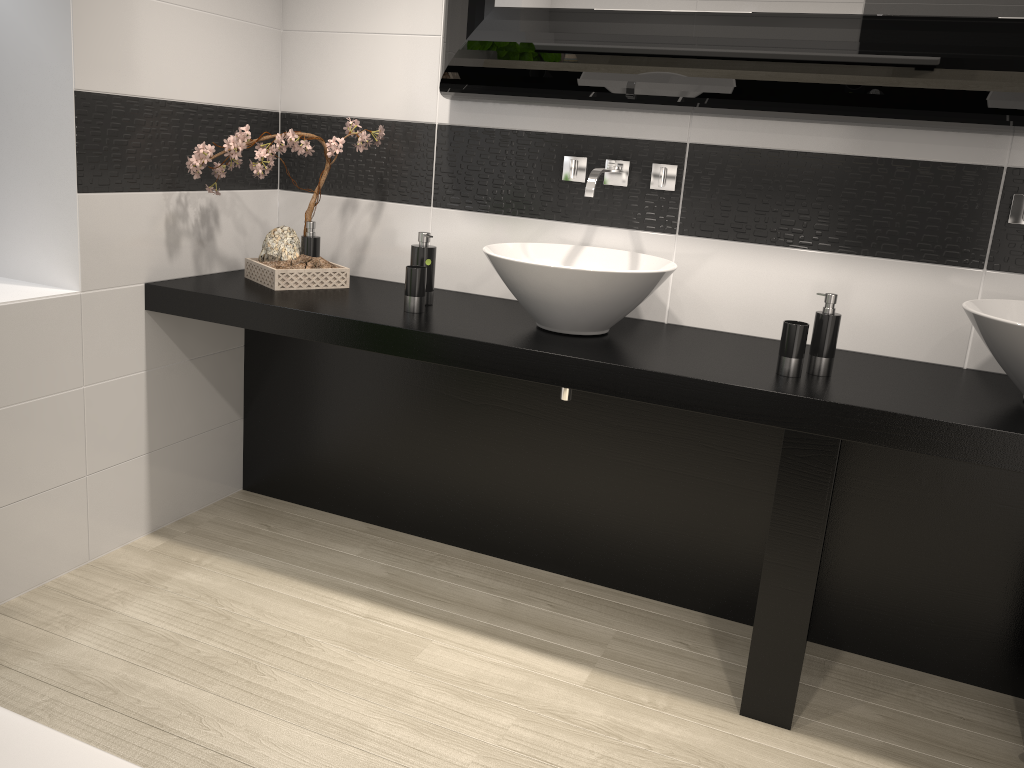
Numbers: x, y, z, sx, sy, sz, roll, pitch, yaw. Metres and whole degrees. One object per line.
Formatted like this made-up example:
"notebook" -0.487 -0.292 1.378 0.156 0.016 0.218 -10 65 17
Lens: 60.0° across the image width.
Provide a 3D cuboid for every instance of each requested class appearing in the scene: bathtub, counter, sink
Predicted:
"bathtub" -0.936 0.780 0.696 2.183 0.671 1.014 11 16 21
"counter" 0.746 -0.008 2.361 3.852 0.083 0.659 11 16 21
"sink" 1.360 -0.047 2.109 0.559 0.210 0.564 5 15 1
"sink" 0.186 -0.268 2.574 0.559 0.210 0.563 -2 16 -24

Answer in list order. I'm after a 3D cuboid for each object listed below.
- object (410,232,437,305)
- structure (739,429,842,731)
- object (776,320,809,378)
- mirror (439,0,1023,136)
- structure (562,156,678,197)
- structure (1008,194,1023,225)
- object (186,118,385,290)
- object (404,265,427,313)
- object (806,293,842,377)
"object" -0.280 -0.363 2.774 0.079 0.219 0.080 8 14 11
"structure" 0.754 0.433 2.344 0.126 0.756 0.467 10 15 21
"object" 0.705 -0.089 2.230 0.063 0.133 0.063 -4 16 -32
"mirror" 0.981 -1.126 2.256 2.619 0.895 0.260 11 15 21
"structure" 0.284 -0.619 2.663 0.368 0.107 0.261 11 16 21
"structure" 1.455 -0.398 2.199 0.368 0.107 0.261 11 16 21
"object" -0.742 -0.605 2.902 0.629 0.556 0.262 -6 17 -37
"object" -0.289 -0.284 2.650 0.063 0.133 0.063 -4 16 -32
"object" 0.798 -0.127 2.259 0.063 0.206 0.063 5 13 2
